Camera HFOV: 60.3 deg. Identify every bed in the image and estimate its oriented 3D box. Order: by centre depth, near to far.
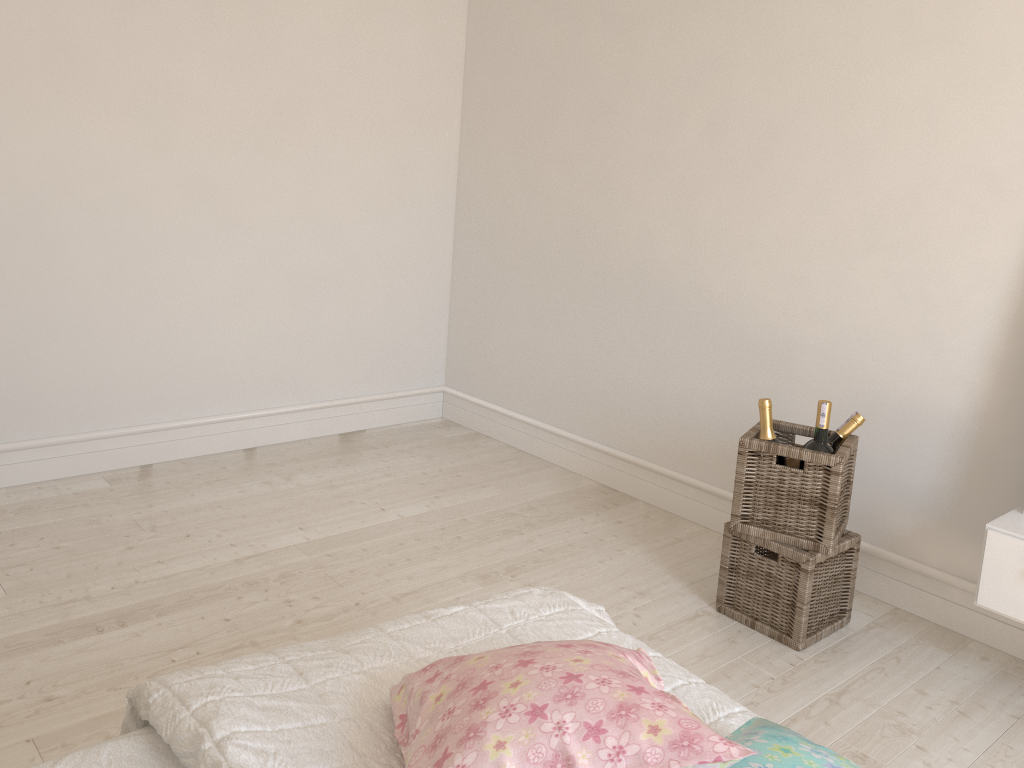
[{"bbox_3d":[-0.145,0.738,0.662,2.220,0.622,1.979,-7,17,-41],"label":"bed"}]

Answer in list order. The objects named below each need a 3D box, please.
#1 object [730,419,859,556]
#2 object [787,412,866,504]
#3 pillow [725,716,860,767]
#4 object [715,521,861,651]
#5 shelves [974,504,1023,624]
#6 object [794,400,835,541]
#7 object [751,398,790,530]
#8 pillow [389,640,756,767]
[{"bbox_3d":[0.803,0.279,2.505,0.278,0.266,0.278,10,12,28],"label":"object"},{"bbox_3d":[0.851,0.228,2.539,0.285,0.327,0.096,6,9,8],"label":"object"},{"bbox_3d":[0.287,0.474,0.882,0.363,0.166,0.387,-5,16,-36],"label":"pillow"},{"bbox_3d":[0.790,0.543,2.531,0.277,0.266,0.279,-5,14,-41],"label":"object"},{"bbox_3d":[1.628,0.555,1.861,0.369,0.207,1.129,-6,17,-41],"label":"shelves"},{"bbox_3d":[0.832,0.231,2.408,0.095,0.372,0.096,0,9,-25],"label":"object"},{"bbox_3d":[0.731,0.224,2.464,0.128,0.356,0.095,9,10,28],"label":"object"},{"bbox_3d":[0.040,0.402,1.023,0.353,0.199,0.401,2,12,-9],"label":"pillow"}]
